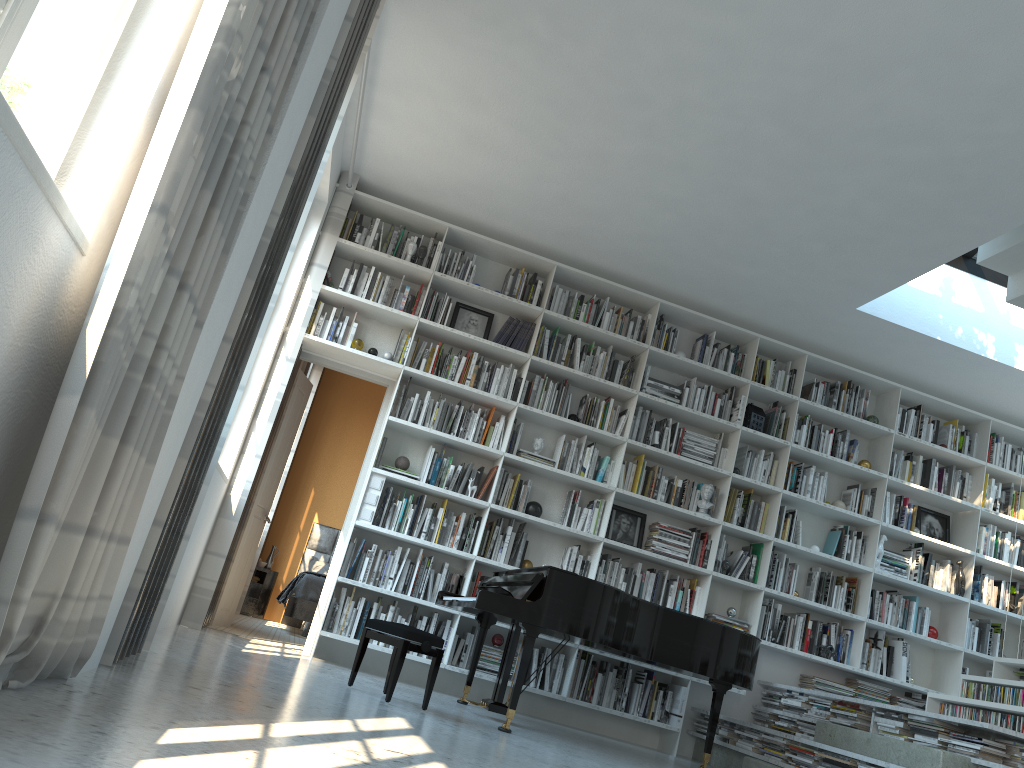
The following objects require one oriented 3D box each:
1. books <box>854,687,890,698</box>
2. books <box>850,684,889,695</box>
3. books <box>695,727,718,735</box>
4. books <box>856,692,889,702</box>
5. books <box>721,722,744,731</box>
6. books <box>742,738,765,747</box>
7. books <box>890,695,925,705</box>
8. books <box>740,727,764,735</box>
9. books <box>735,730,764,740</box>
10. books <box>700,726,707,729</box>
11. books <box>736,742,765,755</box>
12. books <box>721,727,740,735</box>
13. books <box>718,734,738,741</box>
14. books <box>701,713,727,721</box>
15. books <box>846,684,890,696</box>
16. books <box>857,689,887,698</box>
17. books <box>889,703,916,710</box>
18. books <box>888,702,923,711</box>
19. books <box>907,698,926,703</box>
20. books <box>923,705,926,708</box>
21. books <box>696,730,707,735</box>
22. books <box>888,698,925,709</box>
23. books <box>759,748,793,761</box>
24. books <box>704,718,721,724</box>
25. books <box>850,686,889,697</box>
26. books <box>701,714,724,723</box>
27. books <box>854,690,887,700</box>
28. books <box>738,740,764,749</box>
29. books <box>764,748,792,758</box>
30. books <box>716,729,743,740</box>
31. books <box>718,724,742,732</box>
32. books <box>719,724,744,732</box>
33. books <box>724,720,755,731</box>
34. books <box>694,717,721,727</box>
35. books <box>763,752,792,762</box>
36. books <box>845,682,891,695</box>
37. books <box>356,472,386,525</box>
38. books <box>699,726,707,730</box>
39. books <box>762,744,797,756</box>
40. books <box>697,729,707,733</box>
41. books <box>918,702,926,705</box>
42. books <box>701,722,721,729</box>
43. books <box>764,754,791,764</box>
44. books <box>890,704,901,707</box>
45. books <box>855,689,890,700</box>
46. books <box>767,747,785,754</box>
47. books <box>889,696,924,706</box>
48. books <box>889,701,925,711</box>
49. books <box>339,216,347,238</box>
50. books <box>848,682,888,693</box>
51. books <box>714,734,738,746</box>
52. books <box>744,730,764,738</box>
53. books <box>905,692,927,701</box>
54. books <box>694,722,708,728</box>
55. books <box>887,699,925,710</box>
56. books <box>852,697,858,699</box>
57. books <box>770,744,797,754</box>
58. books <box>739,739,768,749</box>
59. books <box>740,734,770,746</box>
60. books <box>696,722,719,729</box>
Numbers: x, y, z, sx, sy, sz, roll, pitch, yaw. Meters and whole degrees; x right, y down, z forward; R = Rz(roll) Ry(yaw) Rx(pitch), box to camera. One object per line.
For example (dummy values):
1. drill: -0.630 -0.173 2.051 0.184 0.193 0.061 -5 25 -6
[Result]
1. books: 2.648 2.300 6.626 0.285 0.005 0.160 18 -16 -8
2. books: 2.658 2.280 6.626 0.254 0.005 0.161 17 -16 -5
3. books: 1.404 2.425 6.160 0.179 0.012 0.262 17 -16 -6
4. books: 2.643 2.329 6.619 0.285 0.007 0.160 18 -16 -8
5. books: 1.518 2.295 5.907 0.135 0.014 0.298 18 -16 -8
6. books: 1.569 2.275 5.599 0.147 0.012 0.206 18 -16 -8
7. books: 3.003 2.397 6.689 0.368 0.007 0.206 18 -16 -7
8. books: 1.577 2.214 5.614 0.159 0.006 0.286 18 -16 -7
9. books: 1.559 2.238 5.605 0.180 0.015 0.295 19 -17 -11
10. books: 1.427 2.416 6.167 0.139 0.005 0.287 17 -16 -6
11. books: 1.541 2.306 5.585 0.177 0.026 0.231 17 -16 -6
12. books: 1.507 2.322 5.898 0.143 0.019 0.231 18 -16 -8
13. books: 1.487 2.359 5.885 0.148 0.012 0.206 20 -17 -14
14. books: 1.437 2.334 6.188 0.157 0.007 0.269 17 -16 -4
15. books: 2.654 2.284 6.624 0.285 0.005 0.160 19 -17 -13
16. books: 2.646 2.305 6.624 0.254 0.005 0.161 19 -17 -10
17. books: 2.990 2.446 6.672 0.328 0.008 0.208 19 -17 -12
18. books: 2.991 2.440 6.677 0.328 0.008 0.208 18 -16 -7
19. books: 3.142 2.408 6.680 0.159 0.012 0.285 19 -17 -13
20. books: 3.128 2.438 6.670 0.173 0.019 0.197 17 -16 -4
21. books: 1.409 2.449 6.155 0.172 0.015 0.242 18 -17 -9
22. books: 2.997 2.418 6.683 0.328 0.008 0.208 18 -16 -7
23. books: 1.624 2.225 5.294 0.159 0.012 0.293 19 -17 -12
24. books: 1.450 2.365 6.184 0.133 0.017 0.231 18 -16 -8
25. books: 2.649 2.295 6.628 0.285 0.005 0.160 19 -17 -10
26. books: 1.440 2.345 6.186 0.158 0.014 0.235 19 -17 -11
27. books: 2.643 2.316 6.623 0.254 0.005 0.161 18 -17 -9
28. books: 1.552 2.290 5.591 0.172 0.014 0.221 18 -16 -8
29. books: 1.632 2.216 5.298 0.165 0.012 0.205 18 -17 -9
30. books: 1.474 2.334 5.887 0.191 0.028 0.213 17 -16 -5
31. books: 1.500 2.306 5.900 0.160 0.009 0.292 18 -16 -7
32. books: 1.510 2.302 5.903 0.126 0.005 0.291 20 -17 -14
33. books: 1.517 2.278 5.910 0.137 0.018 0.201 17 -16 -5
34. books: 1.413 2.368 6.175 0.191 0.013 0.244 19 -17 -13
35. books: 1.633 2.238 5.293 0.140 0.008 0.284 19 -17 -11
36. books: 2.659 2.275 6.629 0.285 0.005 0.160 19 -17 -12
37. books: -0.967 0.790 6.024 0.106 0.339 0.307 18 -16 -9
38. books: 1.429 2.423 6.166 0.122 0.008 0.291 20 -17 -14
39. books: 1.632 2.196 5.302 0.159 0.011 0.246 19 -17 -13
40. books: 1.410 2.437 6.159 0.155 0.009 0.233 20 -17 -14
41. books: 3.139 2.425 6.676 0.165 0.015 0.243 17 -16 -6
42. books: 1.439 2.389 6.176 0.136 0.013 0.258 19 -17 -11
43. books: 1.622 2.246 5.289 0.157 0.014 0.180 19 -17 -12
44. books: 2.988 2.453 6.670 0.368 0.007 0.206 17 -16 -6
45. books: 2.646 2.310 6.621 0.285 0.005 0.160 19 -17 -11
46. books: 1.646 2.211 5.303 0.123 0.008 0.295 17 -16 -6
47. books: 3.003 2.402 6.678 0.368 0.007 0.206 20 -17 -14
48. books: 2.993 2.434 6.682 0.368 0.007 0.206 19 -17 -10
49. books: -1.238 -1.085 6.402 0.014 0.218 0.188 18 -16 -9
50. books: 2.661 2.269 6.627 0.254 0.005 0.161 20 -17 -14
51. books: 1.471 2.375 5.877 0.189 0.029 0.238 18 -17 -9
52. books: 1.586 2.230 5.613 0.130 0.018 0.256 17 -16 -6
53. books: 3.136 2.377 6.686 0.204 0.035 0.267 18 -16 -8
54. books: 1.409 2.401 6.166 0.177 0.012 0.279 19 -17 -13
55. books: 2.997 2.424 6.673 0.328 0.008 0.208 17 -16 -4
56. books: 2.634 2.366 6.605 0.285 0.007 0.160 18 -16 -7
57. books: 1.647 2.189 5.308 0.140 0.013 0.181 17 -16 -6
58. books: 1.568 2.284 5.596 0.149 0.007 0.301 18 -17 -9
59. books: 1.558 2.255 5.600 0.171 0.020 0.194 17 -16 -5
60. books: 1.414 2.392 6.170 0.188 0.009 0.211 19 -17 -10
